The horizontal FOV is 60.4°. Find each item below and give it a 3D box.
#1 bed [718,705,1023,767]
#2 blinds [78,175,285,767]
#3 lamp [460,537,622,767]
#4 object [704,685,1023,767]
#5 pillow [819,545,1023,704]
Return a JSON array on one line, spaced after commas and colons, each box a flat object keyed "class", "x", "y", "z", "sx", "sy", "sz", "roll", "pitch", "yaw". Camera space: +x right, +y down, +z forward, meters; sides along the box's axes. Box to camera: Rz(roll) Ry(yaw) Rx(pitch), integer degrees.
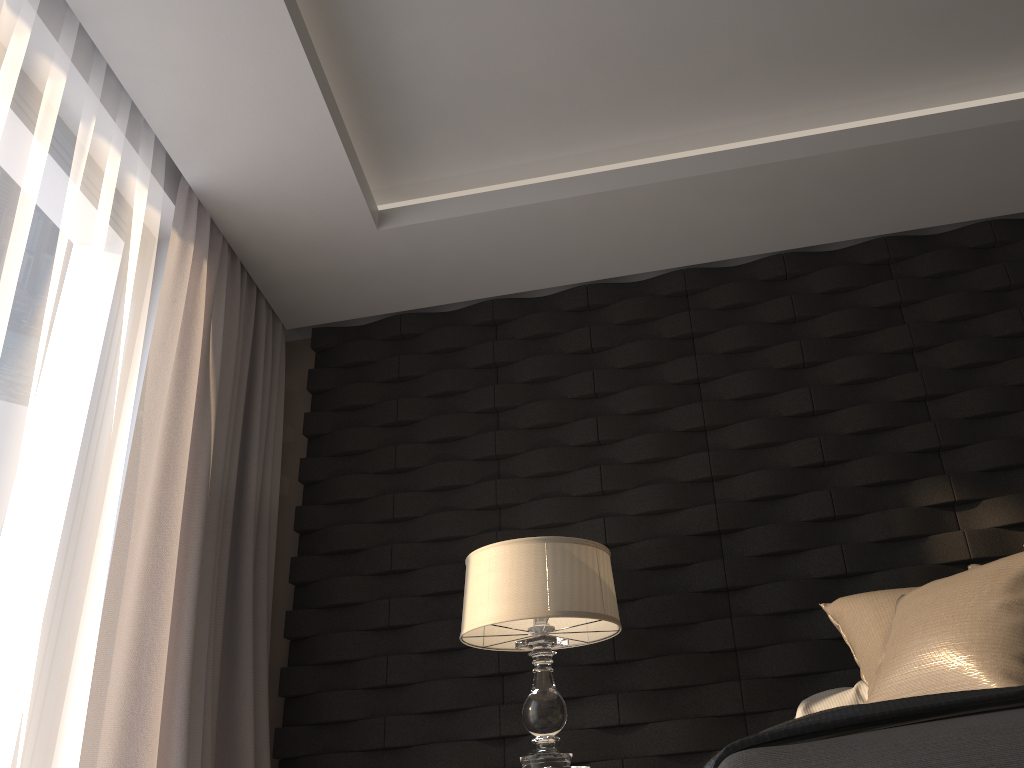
[{"class": "bed", "x": 1.308, "y": 0.842, "z": 1.436, "sx": 2.253, "sy": 0.624, "sz": 2.332, "roll": -10, "pitch": -28, "yaw": 10}, {"class": "blinds", "x": -0.889, "y": 0.597, "z": 2.810, "sx": 0.339, "sy": 2.645, "sz": 1.003, "roll": -4, "pitch": -27, "yaw": 5}, {"class": "lamp", "x": 0.087, "y": 0.803, "z": 2.493, "sx": 0.488, "sy": 0.631, "sz": 0.443, "roll": 23, "pitch": -36, "yaw": -40}, {"class": "object", "x": 1.179, "y": 0.487, "z": 1.118, "sx": 2.022, "sy": 0.322, "sz": 0.627, "roll": -8, "pitch": -28, "yaw": 7}, {"class": "pillow", "x": 1.362, "y": 0.521, "z": 2.041, "sx": 1.235, "sy": 0.519, "sz": 0.916, "roll": -10, "pitch": -28, "yaw": 10}]
